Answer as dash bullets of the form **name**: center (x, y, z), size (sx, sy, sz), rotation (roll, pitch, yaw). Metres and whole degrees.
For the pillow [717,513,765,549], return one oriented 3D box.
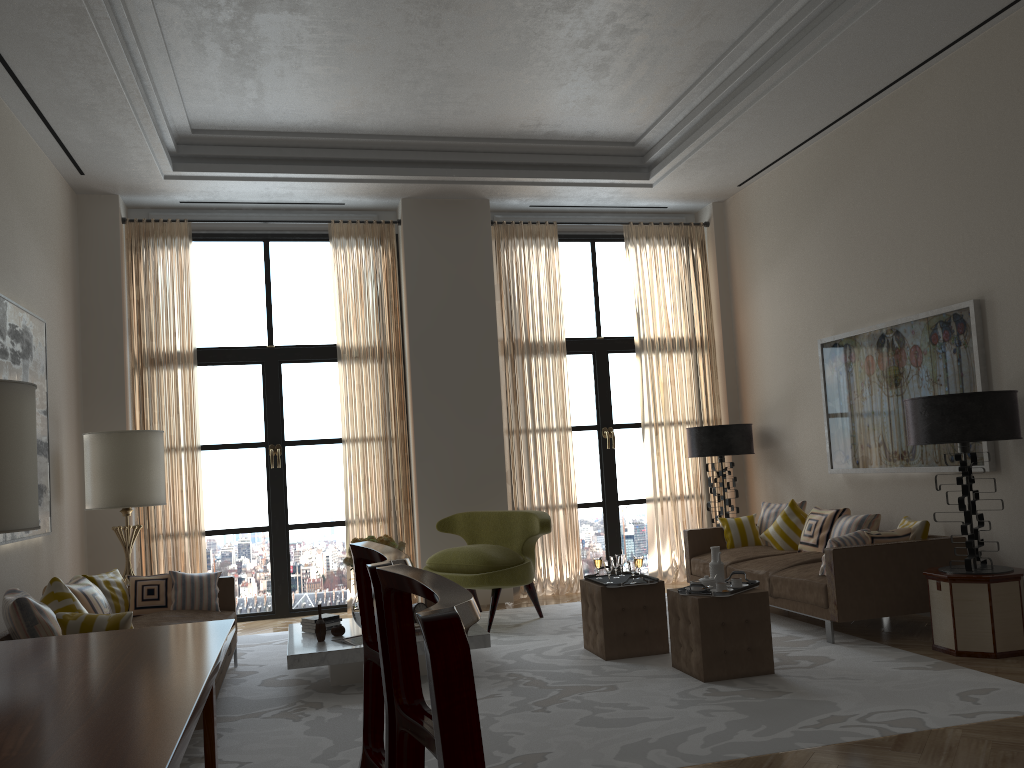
- **pillow**: center (2.659, 1.729, 10.246), size (0.482, 0.432, 0.318), rotation (-3, -4, -4)

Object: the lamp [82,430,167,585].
- **lamp**: center (-3.913, 1.620, 9.023), size (0.769, 2.250, 0.768), rotation (-7, -5, 39)

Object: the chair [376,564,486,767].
- **chair**: center (-0.447, 1.066, 1.236), size (0.877, 1.503, 0.657), rotation (-2, -4, -14)

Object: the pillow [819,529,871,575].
- **pillow**: center (2.930, 1.507, 7.829), size (0.498, 0.427, 0.327), rotation (-1, -5, -26)

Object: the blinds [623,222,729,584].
- **blinds**: center (2.231, 0.253, 11.950), size (1.241, 4.865, 0.419), rotation (-3, -4, -12)

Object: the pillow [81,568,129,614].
- **pillow**: center (-3.483, 1.856, 7.676), size (0.296, 0.475, 0.516), rotation (-4, -5, 7)

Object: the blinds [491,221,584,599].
- **blinds**: center (0.313, 0.326, 11.481), size (0.959, 4.865, 0.420), rotation (-3, -4, -12)

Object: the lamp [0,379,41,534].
- **lamp**: center (-2.819, 1.133, 4.504), size (0.769, 2.250, 0.767), rotation (-7, -5, 42)

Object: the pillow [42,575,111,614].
- **pillow**: center (-3.142, 1.695, 6.479), size (0.403, 0.546, 0.619), rotation (-3, -5, -11)

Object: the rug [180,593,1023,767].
- **rug**: center (0.220, 2.328, 7.536), size (5.516, 0.065, 5.745), rotation (-2, -5, -14)

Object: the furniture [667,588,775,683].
- **furniture**: center (1.599, 1.904, 6.852), size (0.613, 0.615, 0.615), rotation (-2, -5, -14)

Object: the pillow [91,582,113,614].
- **pillow**: center (-3.285, 1.800, 6.830), size (0.371, 0.564, 0.661), rotation (-2, -5, -18)

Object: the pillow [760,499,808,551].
- **pillow**: center (3.091, 1.583, 9.797), size (0.768, 0.616, 0.356), rotation (-6, -5, 30)

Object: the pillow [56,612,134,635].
- **pillow**: center (-2.545, 1.604, 5.478), size (0.482, 0.432, 0.318), rotation (-3, -4, -4)

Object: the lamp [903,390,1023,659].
- **lamp**: center (3.676, 1.096, 7.101), size (0.829, 2.014, 0.831), rotation (-3, -4, -13)

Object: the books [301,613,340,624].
- **books**: center (-1.673, 2.047, 7.742), size (0.207, 0.030, 0.260), rotation (-8, -7, 43)

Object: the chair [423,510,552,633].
- **chair**: center (-0.367, 2.023, 9.682), size (1.794, 1.211, 1.029), rotation (-8, -6, 43)

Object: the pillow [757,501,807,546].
- **pillow**: center (3.074, 1.638, 10.199), size (0.355, 0.575, 0.625), rotation (-1, -5, -35)

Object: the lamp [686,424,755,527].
- **lamp**: center (2.691, 1.538, 11.203), size (0.829, 2.014, 0.831), rotation (-3, -4, -9)

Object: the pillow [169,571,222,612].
- **pillow**: center (-2.815, 1.864, 7.892), size (0.498, 0.427, 0.327), rotation (-1, -5, -26)

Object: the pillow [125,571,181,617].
- **pillow**: center (-3.178, 1.885, 7.840), size (0.464, 0.411, 0.304), rotation (-2, -4, -16)

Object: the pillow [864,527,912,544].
- **pillow**: center (3.294, 1.493, 7.881), size (0.464, 0.411, 0.304), rotation (-2, -4, -16)

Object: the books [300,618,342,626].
- **books**: center (-1.668, 2.075, 7.750), size (0.230, 0.024, 0.280), rotation (-8, -7, 41)

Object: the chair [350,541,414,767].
- **chair**: center (-0.610, 1.134, 1.861), size (0.877, 1.503, 0.657), rotation (-2, -4, -14)

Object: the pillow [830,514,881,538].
- **pillow**: center (3.401, 1.583, 8.891), size (0.371, 0.564, 0.661), rotation (-2, -5, -18)

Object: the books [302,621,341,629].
- **books**: center (-1.665, 2.099, 7.736), size (0.208, 0.024, 0.262), rotation (-8, -7, 39)

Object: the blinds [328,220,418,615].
- **blinds**: center (-1.723, 0.404, 10.979), size (0.873, 4.865, 0.419), rotation (-3, -4, -11)

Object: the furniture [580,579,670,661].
- **furniture**: center (0.974, 2.027, 7.756), size (0.613, 0.615, 0.615), rotation (-2, -5, -14)

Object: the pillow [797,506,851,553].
- **pillow**: center (3.250, 1.561, 9.249), size (0.403, 0.546, 0.619), rotation (-3, -5, -11)

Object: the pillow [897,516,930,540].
- **pillow**: center (3.595, 1.458, 8.049), size (0.296, 0.475, 0.516), rotation (-4, -5, 7)

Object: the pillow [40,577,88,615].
- **pillow**: center (-2.986, 1.596, 5.937), size (0.768, 0.616, 0.356), rotation (-6, -5, 30)

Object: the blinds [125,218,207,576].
- **blinds**: center (-4.044, 0.499, 10.410), size (0.780, 4.877, 0.420), rotation (-3, -4, -12)

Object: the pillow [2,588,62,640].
- **pillow**: center (-2.968, 1.573, 5.532), size (0.355, 0.575, 0.625), rotation (-1, -5, -35)

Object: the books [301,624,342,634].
- **books**: center (-1.663, 2.129, 7.745), size (0.208, 0.035, 0.280), rotation (-8, -7, 43)
